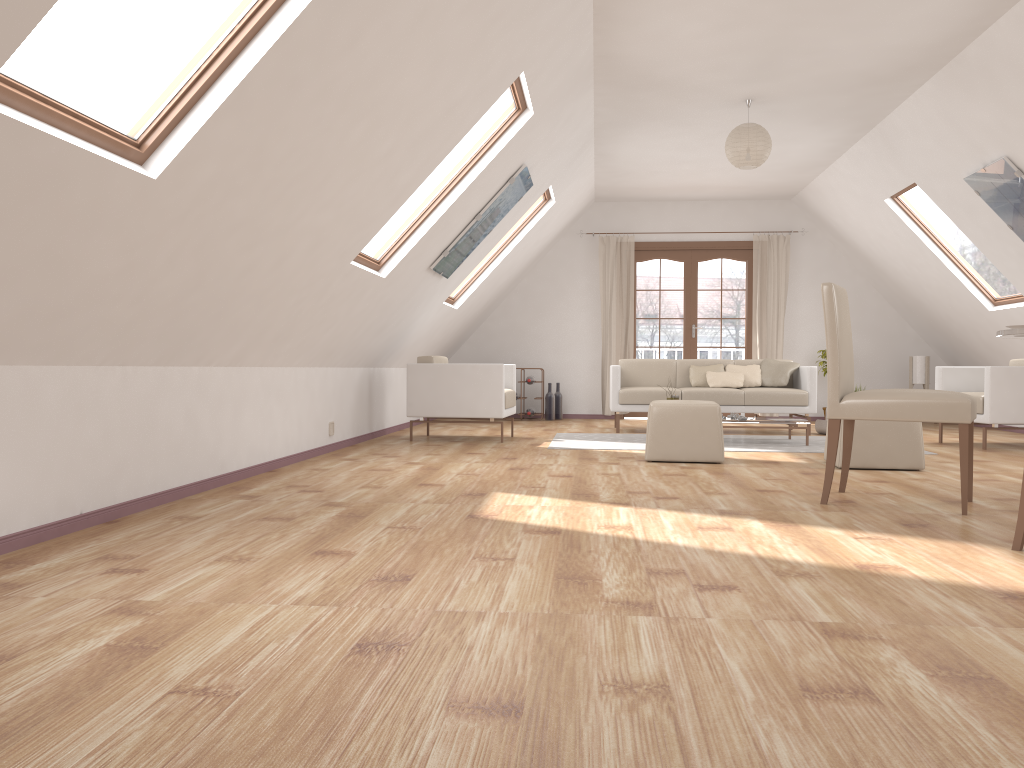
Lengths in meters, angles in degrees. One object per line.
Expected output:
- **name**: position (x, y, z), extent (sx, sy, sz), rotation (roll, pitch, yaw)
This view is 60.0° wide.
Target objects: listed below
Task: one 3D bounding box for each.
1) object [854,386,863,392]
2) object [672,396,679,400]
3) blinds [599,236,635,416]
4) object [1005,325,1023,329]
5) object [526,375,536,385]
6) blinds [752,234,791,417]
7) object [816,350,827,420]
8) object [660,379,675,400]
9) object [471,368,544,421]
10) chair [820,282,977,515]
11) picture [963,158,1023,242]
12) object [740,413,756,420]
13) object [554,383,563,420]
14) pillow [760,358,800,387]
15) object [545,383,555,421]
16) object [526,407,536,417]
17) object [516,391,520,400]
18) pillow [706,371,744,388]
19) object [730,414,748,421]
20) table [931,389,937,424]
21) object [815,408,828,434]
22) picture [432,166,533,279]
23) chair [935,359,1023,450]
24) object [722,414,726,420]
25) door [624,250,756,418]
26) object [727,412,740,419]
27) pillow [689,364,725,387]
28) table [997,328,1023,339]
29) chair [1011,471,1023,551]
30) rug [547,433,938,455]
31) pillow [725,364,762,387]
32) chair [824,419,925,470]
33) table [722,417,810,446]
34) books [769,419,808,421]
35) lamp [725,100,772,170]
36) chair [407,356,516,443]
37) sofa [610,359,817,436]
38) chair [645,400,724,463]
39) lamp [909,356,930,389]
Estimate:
- **object**: position (3.837, 0.206, 9.867), extent (0.234, 0.480, 0.209), rotation (0, 1, -28)
- **object**: position (1.391, 0.191, 7.547), extent (0.075, 0.185, 0.075), rotation (1, 1, 37)
- **blinds**: position (1.233, -0.691, 10.540), extent (0.423, 2.130, 0.120), rotation (0, 1, 3)
- **object**: position (2.211, -0.234, 3.740), extent (0.228, 0.020, 0.228), rotation (1, 1, 28)
- **object**: position (0.215, -0.043, 10.334), extent (0.109, 0.109, 0.435), rotation (0, 1, 5)
- **blinds**: position (3.021, -0.680, 10.333), extent (0.424, 2.129, 0.123), rotation (0, 1, 0)
- **object**: position (3.631, 0.016, 10.133), extent (0.311, 0.846, 0.307), rotation (0, 1, -3)
- **object**: position (1.319, 0.106, 7.440), extent (0.184, 0.359, 0.123), rotation (-1, 1, -43)
- **object**: position (-0.058, 0.115, 10.403), extent (0.854, 0.608, 0.417), rotation (0, 1, 5)
- **chair**: position (1.751, 0.041, 4.023), extent (0.618, 0.999, 0.477), rotation (1, 1, 30)
- **picture**: position (3.694, -1.166, 6.310), extent (0.683, 0.738, 0.650), rotation (0, 1, 5)
- **object**: position (1.938, 0.267, 7.331), extent (0.143, 0.052, 0.064), rotation (0, 1, 5)
- **object**: position (0.545, 0.205, 10.502), extent (0.115, 0.443, 0.120), rotation (0, 1, 0)
- **pillow**: position (2.567, -0.112, 8.592), extent (0.269, 0.276, 0.424), rotation (0, 1, -35)
- **object**: position (0.441, 0.208, 10.302), extent (0.115, 0.443, 0.120), rotation (0, 1, 0)
- **object**: position (0.214, 0.333, 10.338), extent (0.109, 0.109, 0.435), rotation (0, 1, 5)
- **object**: position (0.028, 0.144, 10.353), extent (0.109, 0.109, 0.435), rotation (0, 1, 5)
- **pillow**: position (2.055, -0.038, 8.540), extent (0.363, 0.170, 0.227), rotation (1, 1, 11)
- **object**: position (1.845, 0.269, 7.200), extent (0.064, 0.051, 0.143), rotation (0, 1, -25)
- **table**: position (4.486, 0.261, 9.737), extent (0.730, 0.390, 0.773), rotation (0, 1, 4)
- **object**: position (2.996, 0.338, 8.257), extent (0.212, 0.267, 0.315), rotation (0, 1, -7)
- **picture**: position (-0.203, -1.194, 6.679), extent (0.683, 0.738, 0.650), rotation (0, 1, 5)
- **chair**: position (3.964, 0.145, 7.103), extent (0.820, 0.706, 0.748), rotation (0, 1, -5)
- **object**: position (1.685, 0.267, 7.215), extent (0.064, 0.052, 0.143), rotation (1, 1, 35)
- **door**: position (2.124, -0.592, 10.551), extent (1.546, 2.001, 0.098), rotation (0, 1, 5)
- **object**: position (1.872, 0.264, 7.477), extent (0.064, 0.052, 0.143), rotation (1, 1, 35)
- **pillow**: position (1.919, -0.084, 8.703), extent (0.351, 0.235, 0.185), rotation (0, 1, 9)
- **table**: position (2.623, 0.166, 3.560), extent (1.198, 0.770, 1.198), rotation (1, 1, 26)
- **chair**: position (2.051, 0.061, 2.968), extent (0.618, 0.999, 0.477), rotation (-1, 1, -40)
- **rug**: position (1.732, 0.479, 7.282), extent (2.800, 0.007, 1.600), rotation (0, 1, 5)
- **pillow**: position (2.258, -0.081, 8.666), extent (0.351, 0.225, 0.196), rotation (1, 1, 10)
- **chair**: position (2.257, 0.315, 5.554), extent (0.506, 0.394, 0.506), rotation (0, 1, 9)
- **table**: position (1.778, 0.387, 7.343), extent (1.173, 0.190, 0.730), rotation (0, 1, 5)
- **books**: position (2.261, 0.293, 7.261), extent (0.280, 0.005, 0.192), rotation (0, 1, -3)
- **lamp**: position (1.757, -1.857, 6.592), extent (0.340, 0.497, 0.340), rotation (1, 1, 45)
- **chair**: position (-0.402, 0.114, 7.527), extent (0.820, 0.706, 0.748), rotation (0, 1, 8)
- **sofa**: position (1.899, 0.108, 8.603), extent (1.880, 0.706, 0.820), rotation (0, 1, 5)
- **chair**: position (1.145, 0.303, 5.901), extent (0.506, 0.394, 0.506), rotation (0, 1, 10)
- **lamp**: position (4.553, -0.125, 9.888), extent (0.221, 0.375, 0.180), rotation (1, 1, 39)
